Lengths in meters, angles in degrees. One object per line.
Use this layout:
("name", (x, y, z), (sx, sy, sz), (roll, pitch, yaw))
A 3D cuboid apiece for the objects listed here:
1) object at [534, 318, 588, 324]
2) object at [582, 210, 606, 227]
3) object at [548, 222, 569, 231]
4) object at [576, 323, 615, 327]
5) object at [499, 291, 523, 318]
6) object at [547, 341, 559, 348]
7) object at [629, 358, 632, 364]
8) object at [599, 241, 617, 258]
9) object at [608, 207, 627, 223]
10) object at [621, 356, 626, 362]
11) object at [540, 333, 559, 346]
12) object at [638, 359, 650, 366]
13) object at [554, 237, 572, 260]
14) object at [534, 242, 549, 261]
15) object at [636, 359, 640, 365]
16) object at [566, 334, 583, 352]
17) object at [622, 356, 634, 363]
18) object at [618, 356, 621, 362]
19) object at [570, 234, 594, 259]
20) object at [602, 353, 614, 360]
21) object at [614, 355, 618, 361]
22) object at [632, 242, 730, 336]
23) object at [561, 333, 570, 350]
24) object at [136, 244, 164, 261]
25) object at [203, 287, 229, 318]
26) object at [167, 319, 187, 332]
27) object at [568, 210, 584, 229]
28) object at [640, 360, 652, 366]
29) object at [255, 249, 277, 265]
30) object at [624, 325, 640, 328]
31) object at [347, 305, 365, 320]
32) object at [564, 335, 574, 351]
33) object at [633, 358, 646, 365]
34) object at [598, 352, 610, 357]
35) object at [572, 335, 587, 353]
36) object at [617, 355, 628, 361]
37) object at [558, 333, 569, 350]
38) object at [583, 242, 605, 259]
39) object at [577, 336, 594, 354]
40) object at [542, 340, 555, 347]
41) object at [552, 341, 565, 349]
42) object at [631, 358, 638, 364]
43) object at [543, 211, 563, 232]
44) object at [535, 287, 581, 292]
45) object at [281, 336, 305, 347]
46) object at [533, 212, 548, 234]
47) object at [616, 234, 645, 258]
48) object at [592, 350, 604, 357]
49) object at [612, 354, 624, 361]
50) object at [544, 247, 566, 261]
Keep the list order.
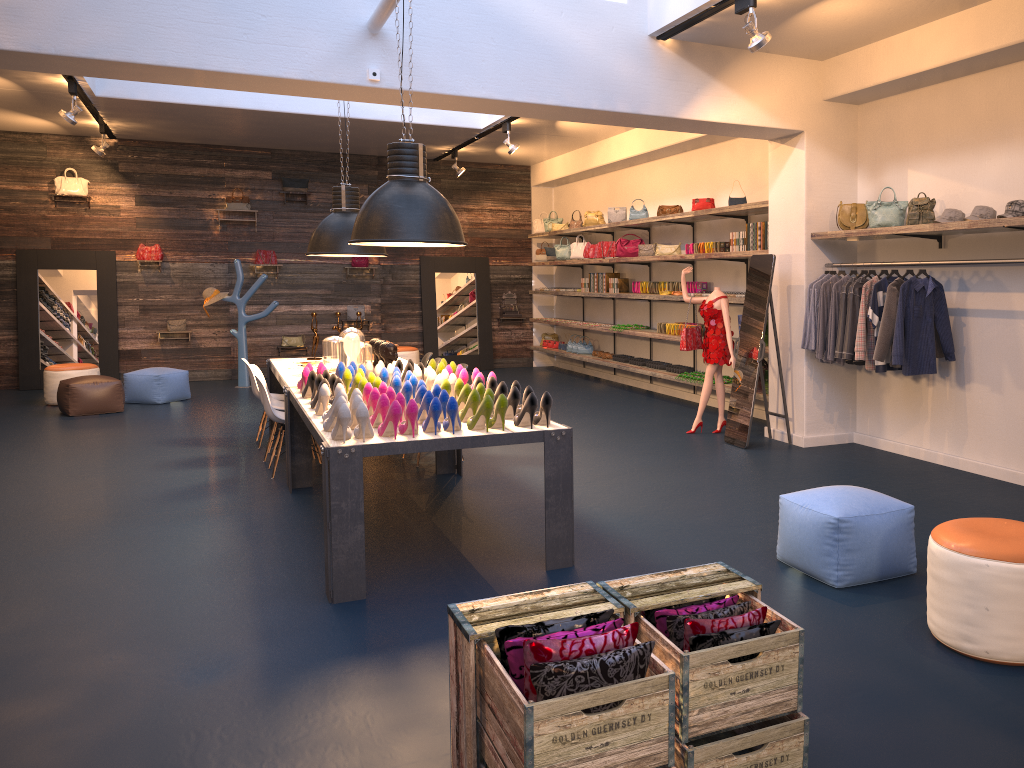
("object", (0.792, -1.035, 14.181), (0.374, 0.024, 1.766), (-2, 7, -19))
("object", (1.195, -2.419, 12.682), (0.345, 0.233, 0.213), (3, 5, 27))
("object", (0.741, -2.557, 14.137), (0.339, 0.173, 0.248), (4, 7, 30))
("object", (1.240, -0.881, 12.877), (0.377, 0.029, 0.835), (-2, 7, -20))
("object", (-0.027, -1.376, 14.999), (0.381, 0.459, 0.220), (-2, 4, -24))
("object", (0.695, -0.671, 14.670), (0.214, 0.118, 0.093), (1, 5, 10))
("object", (1.688, -0.319, 11.888), (0.198, 0.087, 0.062), (-3, 5, -24))
("object", (1.349, -1.901, 12.228), (0.294, 0.249, 0.146), (4, 6, 40))
("object", (1.461, -2.337, 12.023), (0.262, 0.229, 0.083), (2, 4, 19))
("object", (1.602, -0.349, 12.140), (0.198, 0.087, 0.062), (-3, 5, -24))
("object", (0.660, -0.776, 15.077), (0.360, 0.233, 0.205), (1, 5, 10))
("object", (1.772, -0.289, 11.643), (0.198, 0.087, 0.062), (-3, 5, -24))
("object", (0.839, -2.153, 13.782), (0.349, 0.365, 0.186), (2, 4, 20))
("object", (0.556, -2.254, 14.763), (0.334, 0.334, 0.174), (2, 4, 21))
("object", (1.752, -0.297, 11.703), (0.198, 0.087, 0.062), (-3, 5, -24))
("object", (0.997, -0.645, 13.770), (0.272, 0.281, 0.098), (0, 3, 5))
("object", (1.623, -0.342, 12.078), (0.198, 0.087, 0.062), (-3, 5, -24))
("object", (1.581, -0.356, 12.200), (0.198, 0.087, 0.062), (-3, 5, -24))
("object", (1.077, -2.106, 13.323), (0.396, 0.384, 0.207), (3, 5, 30))
("object", (1.422, -0.406, 12.614), (0.228, 0.082, 0.218), (-4, 7, -32))
("object", (1.539, -0.372, 12.326), (0.198, 0.087, 0.062), (-3, 5, -24))
("object", (2.054, -1.160, 10.848), (0.483, 1.131, 2.539), (-1, 6, -18))
("object", (0.902, -0.688, 14.167), (0.202, 0.278, 0.058), (0, 3, -3))
("object", (-5.220, -1.898, 12.514), (0.352, 0.253, 0.132), (-1, 4, -13))
("object", (-4.179, -1.145, 12.268), (0.358, 0.439, 0.333), (-2, 5, -25))
("object", (-4.901, -0.856, 12.694), (0.292, 0.175, 0.095), (-6, 7, -44))
("object", (0.994, -2.537, 13.418), (0.270, 0.298, 0.112), (4, 5, 39))
("object", (1.794, -0.282, 11.581), (0.198, 0.087, 0.062), (-3, 5, -24))
("object", (-3.727, -1.925, 13.195), (0.346, 0.254, 0.128), (-4, 5, -35))
("object", (1.623, -0.770, 11.737), (0.249, 0.067, 0.080), (-2, 6, -18))
("object", (-2.478, -1.139, 13.837), (0.283, 0.229, 0.077), (-1, 3, -9))
("object", (0.944, -0.672, 14.036), (0.197, 0.278, 0.060), (0, 3, 6))
("object", (1.731, -0.304, 11.766), (0.198, 0.087, 0.062), (-3, 5, -24))
("object", (1.382, -0.435, 12.863), (0.228, 0.082, 0.218), (-4, 7, -32))
("object", (1.065, -0.623, 13.590), (0.267, 0.281, 0.099), (1, 4, 11))
("object", (1.560, -0.364, 12.264), (0.198, 0.087, 0.062), (-3, 5, -24))
("object", (0.859, -0.702, 14.283), (0.197, 0.278, 0.060), (0, 3, 6))
("object", (1.210, -1.964, 12.744), (0.316, 0.253, 0.147), (3, 5, 27))
("object", (1.133, -0.602, 13.410), (0.267, 0.281, 0.099), (1, 4, 11))
("object", (0.630, -0.694, 14.861), (0.214, 0.118, 0.093), (1, 5, 10))
("object", (0.780, -0.650, 14.492), (0.213, 0.118, 0.093), (1, 5, 11))
("object", (1.709, -0.312, 11.828), (0.198, 0.087, 0.062), (-3, 5, -24))
("object", (0.683, -2.689, 14.406), (0.349, 0.365, 0.186), (2, 4, 20))
("object", (0.821, -1.559, 14.310), (0.512, 0.060, 1.434), (-2, 7, -19))
("object", (-3.359, -0.665, 13.398), (0.396, 0.173, 0.212), (-6, 8, -44))
("object", (0.565, -2.754, 14.855), (0.427, 0.384, 0.192), (0, 4, -1))
("object", (1.599, -1.874, 11.763), (0.370, 0.336, 0.280), (-3, 6, -33))
("object", (1.318, -0.464, 13.103), (0.219, 0.082, 0.229), (-1, 6, -10))
("object", (1.518, -0.379, 12.386), (0.198, 0.087, 0.062), (-3, 5, -24))
("object", (0.727, -2.145, 14.285), (0.400, 0.231, 0.186), (2, 5, 15))
